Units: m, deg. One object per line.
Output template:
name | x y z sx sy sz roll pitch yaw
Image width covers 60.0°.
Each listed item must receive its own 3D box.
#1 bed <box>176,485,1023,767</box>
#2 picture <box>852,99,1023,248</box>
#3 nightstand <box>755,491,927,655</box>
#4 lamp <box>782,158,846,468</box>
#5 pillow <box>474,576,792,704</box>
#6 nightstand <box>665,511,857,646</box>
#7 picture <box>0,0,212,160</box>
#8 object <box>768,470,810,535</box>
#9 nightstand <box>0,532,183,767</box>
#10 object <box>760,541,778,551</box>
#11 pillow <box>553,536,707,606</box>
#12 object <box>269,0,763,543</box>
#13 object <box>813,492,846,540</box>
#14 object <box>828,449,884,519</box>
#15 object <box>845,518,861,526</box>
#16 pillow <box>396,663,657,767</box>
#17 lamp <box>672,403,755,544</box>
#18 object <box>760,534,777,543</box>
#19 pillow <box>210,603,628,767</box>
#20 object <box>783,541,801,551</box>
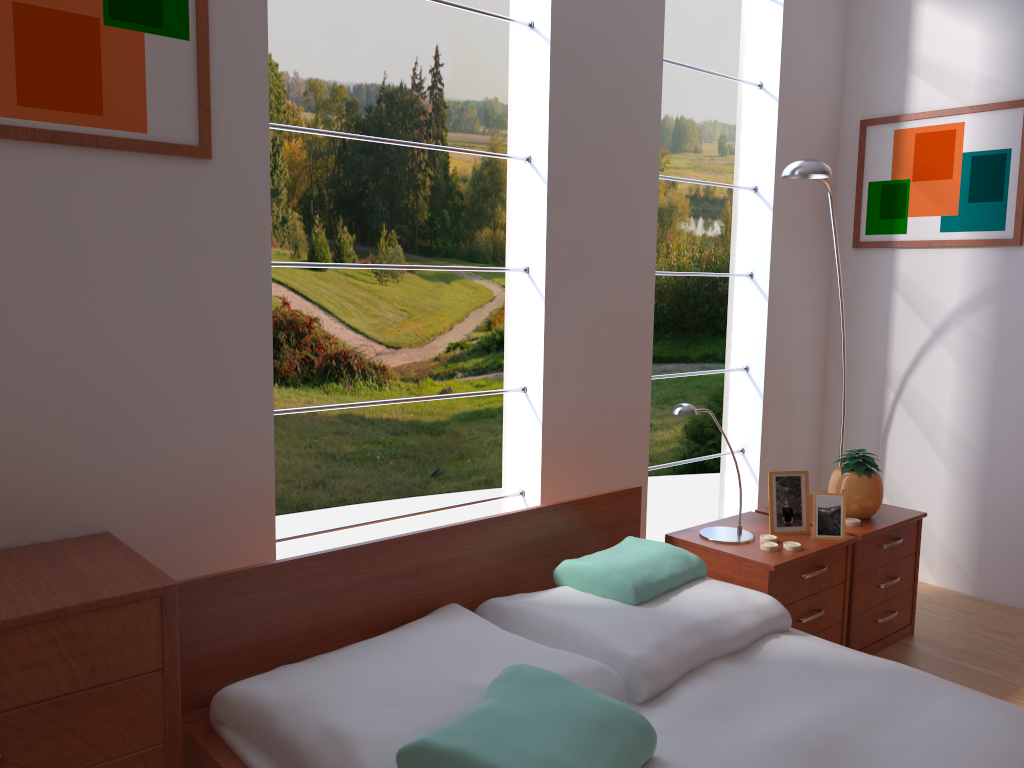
bed | 0.541 0.731 1.593 1.632 0.560 1.990 -5 9 -40
picture | 1.635 -0.787 3.413 0.030 0.517 0.645 -5 9 -40
nightstand | 1.099 0.646 2.996 0.439 0.442 0.377 -5 9 -40
lamp | 1.188 0.025 3.274 0.387 1.603 0.799 4 7 22
pillow | 0.316 0.599 2.269 0.630 0.182 0.574 -5 9 -42
nightstand | 0.746 0.676 2.695 0.439 0.442 0.377 -5 9 -40
picture | -0.923 -0.741 1.763 0.645 0.517 0.030 -5 9 -40
object | 0.842 0.361 2.693 0.131 0.191 0.037 0 7 -11
nightstand | -1.056 0.682 1.551 0.815 0.626 0.428 -5 9 -40
object | 0.737 0.467 2.540 0.049 0.018 0.049 6 9 36
pillow | 0.313 0.500 2.351 0.322 0.116 0.276 -6 10 -43
object | 0.195 -0.545 2.871 2.205 1.815 0.033 -5 9 -40
object | 0.947 0.394 2.648 0.094 0.137 0.027 2 7 4
object | 1.127 0.326 2.905 0.170 0.223 0.169 5 8 28
object | 1.079 0.439 2.814 0.049 0.018 0.049 6 9 36
pillow | 0.040 0.641 1.547 0.334 0.164 0.425 4 8 25
lamp | 0.595 0.255 2.564 0.163 0.421 0.337 6 9 37
object | 0.756 0.458 2.613 0.049 0.018 0.049 6 9 36
pillow | -0.188 0.646 1.812 0.574 0.157 0.682 7 9 43
object | 0.804 0.467 2.545 0.049 0.018 0.049 6 9 36
